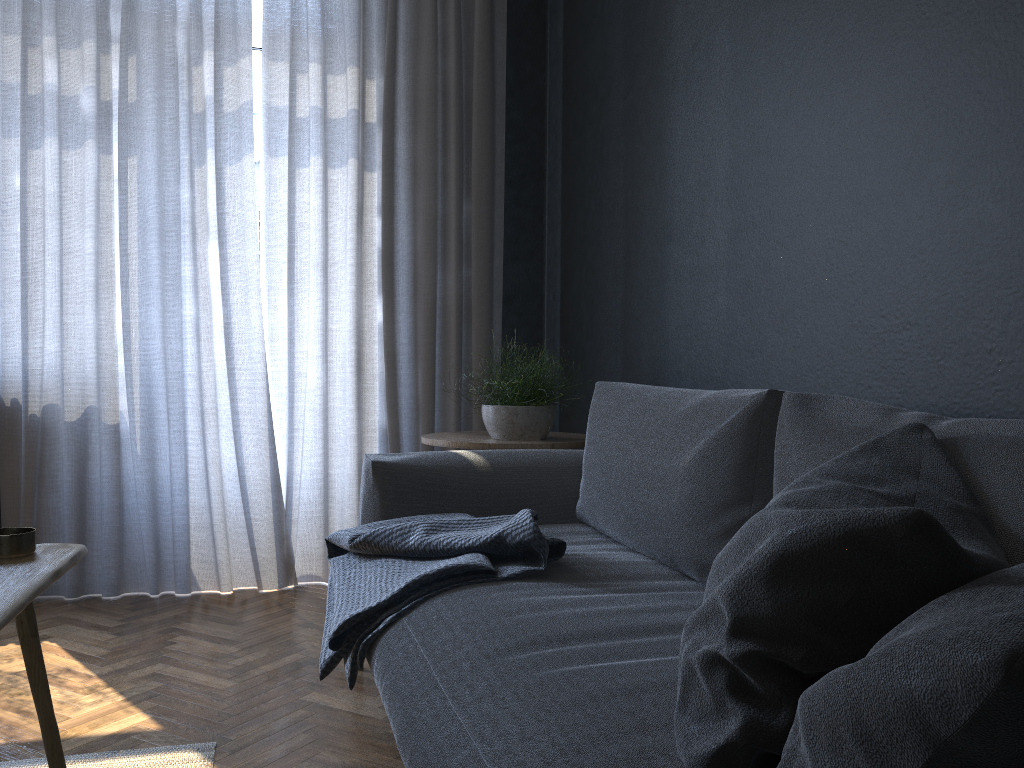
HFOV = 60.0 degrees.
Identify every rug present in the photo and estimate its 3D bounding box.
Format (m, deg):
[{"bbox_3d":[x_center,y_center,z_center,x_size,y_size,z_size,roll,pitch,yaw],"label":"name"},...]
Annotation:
[{"bbox_3d":[-0.865,0.799,0.848,1.003,0.013,2.010,0,1,-15],"label":"rug"}]

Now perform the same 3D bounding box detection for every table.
[{"bbox_3d":[-0.733,0.525,1.017,0.339,0.550,0.787,0,1,-15],"label":"table"}]

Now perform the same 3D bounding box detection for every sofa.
[{"bbox_3d":[0.274,0.403,1.508,0.970,0.798,2.339,0,1,-16],"label":"sofa"}]

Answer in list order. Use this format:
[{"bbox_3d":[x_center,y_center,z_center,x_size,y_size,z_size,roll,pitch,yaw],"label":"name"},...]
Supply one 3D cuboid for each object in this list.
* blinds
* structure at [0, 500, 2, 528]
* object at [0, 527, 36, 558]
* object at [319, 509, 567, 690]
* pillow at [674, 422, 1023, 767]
[{"bbox_3d":[-1.887,-0.639,3.129,3.992,2.790,0.312,0,2,-15],"label":"blinds"},{"bbox_3d":[-2.582,0.311,3.032,1.846,0.601,0.215,0,1,-15],"label":"structure"},{"bbox_3d":[-0.740,0.233,1.146,0.103,0.033,0.368,0,1,-5],"label":"object"},{"bbox_3d":[-0.175,0.417,1.983,0.490,0.329,0.666,0,1,-11],"label":"object"},{"bbox_3d":[0.390,0.233,0.889,0.442,0.362,0.797,1,1,2],"label":"pillow"}]
